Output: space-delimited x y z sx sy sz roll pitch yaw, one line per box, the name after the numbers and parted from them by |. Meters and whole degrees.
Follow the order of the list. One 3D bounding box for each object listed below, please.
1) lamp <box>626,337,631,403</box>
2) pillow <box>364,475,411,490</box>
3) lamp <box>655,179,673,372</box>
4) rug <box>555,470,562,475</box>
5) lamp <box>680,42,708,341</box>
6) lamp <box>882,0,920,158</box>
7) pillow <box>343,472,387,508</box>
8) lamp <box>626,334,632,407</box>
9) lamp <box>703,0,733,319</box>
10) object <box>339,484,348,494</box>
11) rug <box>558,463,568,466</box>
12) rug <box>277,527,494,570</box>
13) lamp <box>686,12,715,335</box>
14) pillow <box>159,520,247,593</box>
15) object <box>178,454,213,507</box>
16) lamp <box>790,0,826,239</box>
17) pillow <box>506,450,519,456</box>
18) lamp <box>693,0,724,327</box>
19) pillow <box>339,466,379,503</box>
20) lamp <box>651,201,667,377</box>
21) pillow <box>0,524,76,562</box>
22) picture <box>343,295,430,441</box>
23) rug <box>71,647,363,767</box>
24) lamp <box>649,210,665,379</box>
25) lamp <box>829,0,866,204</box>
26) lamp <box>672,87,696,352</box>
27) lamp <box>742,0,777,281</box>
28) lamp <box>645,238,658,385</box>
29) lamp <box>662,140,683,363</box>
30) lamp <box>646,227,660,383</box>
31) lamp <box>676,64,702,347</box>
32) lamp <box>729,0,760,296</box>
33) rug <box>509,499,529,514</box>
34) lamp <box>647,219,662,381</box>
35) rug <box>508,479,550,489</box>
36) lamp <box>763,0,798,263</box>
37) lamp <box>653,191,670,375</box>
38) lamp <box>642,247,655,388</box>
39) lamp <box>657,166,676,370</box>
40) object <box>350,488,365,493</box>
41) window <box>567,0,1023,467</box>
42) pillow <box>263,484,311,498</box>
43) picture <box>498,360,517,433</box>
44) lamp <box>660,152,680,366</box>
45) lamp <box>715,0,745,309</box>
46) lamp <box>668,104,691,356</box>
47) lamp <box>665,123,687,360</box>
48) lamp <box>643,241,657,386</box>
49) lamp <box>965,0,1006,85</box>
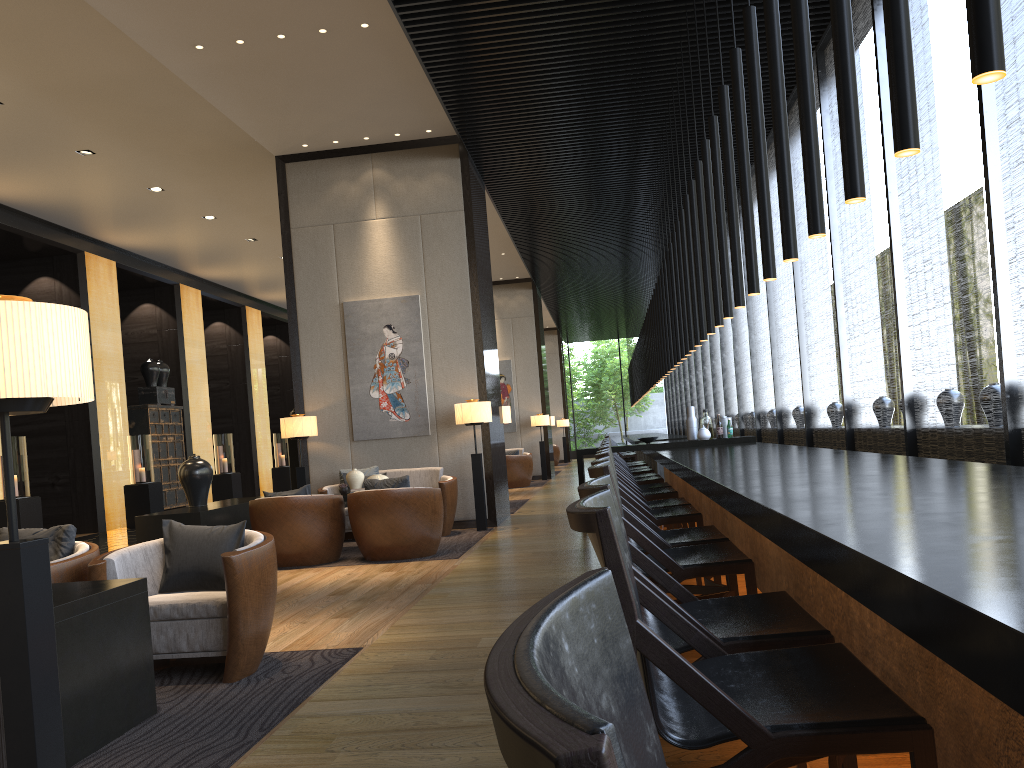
3.820 -0.444 28.922 0.060 2.420 0.060 -4 0 11 | lamp
-1.012 0.937 7.269 0.399 0.362 0.222 -5 -1 7 | pillow
1.839 -1.352 10.822 0.060 2.420 0.060 -4 0 1 | lamp
0.099 2.167 20.902 2.042 0.008 2.243 -5 -3 6 | rug
1.418 -1.546 6.972 0.060 2.420 0.060 -4 0 1 | lamp
0.898 -1.784 2.221 0.060 2.420 0.060 -4 0 1 | lamp
-1.506 1.076 9.113 0.472 0.361 0.219 -5 -1 3 | pillow
3.764 -0.469 28.411 0.060 2.420 0.060 -4 0 11 | lamp
1.262 -1.617 5.547 0.060 2.420 0.060 -4 0 11 | lamp
-1.607 0.994 8.431 0.091 0.112 0.091 -4 -2 -32 | object
0.659 2.424 26.015 1.959 0.008 2.243 -5 -3 6 | rug
-1.278 1.535 8.313 1.959 0.008 2.243 -5 -3 6 | rug
1.363 -1.571 6.473 0.060 2.420 0.060 -4 0 11 | lamp
-1.434 0.791 4.146 0.442 0.338 0.205 -5 -1 13 | pillow
-2.954 0.898 8.282 0.312 0.492 0.311 -5 -1 25 | object
1.003 -1.736 3.183 0.060 2.420 0.060 -4 0 1 | lamp
-0.047 1.380 16.090 0.399 0.362 0.222 -5 -1 7 | pillow
1.311 -1.594 5.998 0.060 2.420 0.060 -4 0 1 | lamp
-1.591 1.072 9.278 0.432 0.399 0.201 -4 -1 -15 | pillow
1.951 -1.301 11.843 0.060 2.420 0.060 -4 0 1 | lamp
-2.285 0.859 4.238 0.399 0.362 0.222 -5 -1 7 | pillow
-1.347 -0.169 9.511 0.835 1.501 0.037 -5 0 6 | picture
-1.838 1.278 3.200 2.042 0.008 2.243 -5 -3 6 | rug
2.006 -1.276 12.348 0.060 2.420 0.060 -4 0 1 | lamp
0.949 -1.761 2.688 0.060 2.420 0.060 -4 0 1 | lamp
1.519 -1.499 7.897 0.060 2.420 0.060 -4 0 1 | lamp
1.105 -1.689 4.113 0.060 2.420 0.060 -4 0 1 | lamp
2.175 -1.198 13.891 0.060 2.420 0.060 -4 0 1 | lamp
1.676 -1.427 9.333 0.060 2.420 0.060 -4 0 1 | lamp
2.119 -1.224 13.381 0.060 2.420 0.060 -4 0 1 | lamp
1.466 -1.523 7.415 0.060 2.420 0.060 -4 0 1 | lamp
1.155 -1.666 4.564 0.060 2.420 0.060 -4 0 11 | lamp
-0.873 1.721 12.016 2.042 0.008 2.243 -5 -3 6 | rug
2.063 -1.250 12.870 0.060 2.420 0.060 -4 0 1 | lamp
-0.314 1.978 17.129 1.959 0.008 2.243 -5 -3 6 | rug
1.054 -1.713 3.643 0.060 2.420 0.060 -4 0 1 | lamp
1.895 -1.327 11.333 0.060 2.420 0.060 -4 0 1 | lamp
2.286 -1.148 14.902 0.060 2.420 0.060 -4 0 1 | lamp
1.783 -1.378 10.310 0.060 2.420 0.060 -4 0 1 | lamp
-1.396 0.993 8.178 0.174 0.051 0.138 -5 -3 2 | object
-2.208 -0.126 14.866 12.058 4.225 31.907 -5 -3 6 | window
-1.862 1.013 7.361 0.442 0.338 0.205 -5 -1 13 | pillow
-0.374 0.277 18.400 0.835 1.501 0.037 -5 0 6 | picture
1.723 -1.406 9.762 0.060 2.420 0.060 -4 0 1 | lamp
1.208 -1.642 5.055 0.060 2.420 0.060 -4 0 1 | lamp
1.569 -1.476 8.351 0.060 2.420 0.060 -4 0 1 | lamp
1.619 -1.453 8.813 0.060 2.420 0.060 -4 0 1 | lamp
2.230 -1.173 14.396 0.060 2.420 0.060 -4 0 1 | lamp
0.846 -1.808 1.744 0.060 2.420 0.060 -4 0 1 | lamp
